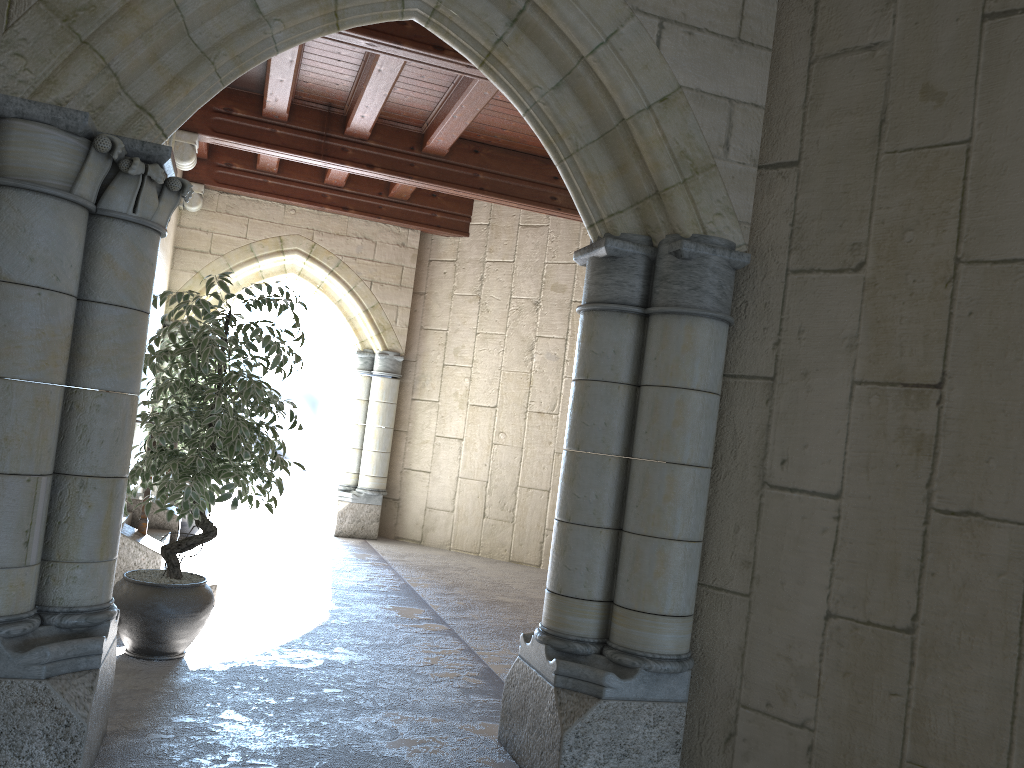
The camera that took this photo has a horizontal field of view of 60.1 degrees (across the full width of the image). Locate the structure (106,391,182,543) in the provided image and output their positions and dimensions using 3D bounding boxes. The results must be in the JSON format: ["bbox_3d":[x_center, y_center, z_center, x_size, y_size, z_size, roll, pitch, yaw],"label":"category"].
[{"bbox_3d":[-2.589,0.487,5.783,0.889,1.260,0.473,8,-2,-18],"label":"structure"}]

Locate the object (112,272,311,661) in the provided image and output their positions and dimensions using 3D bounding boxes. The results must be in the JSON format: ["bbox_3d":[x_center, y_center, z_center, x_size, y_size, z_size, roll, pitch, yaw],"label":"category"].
[{"bbox_3d":[-1.304,0.335,3.780,0.786,1.616,0.753,7,-2,14],"label":"object"}]

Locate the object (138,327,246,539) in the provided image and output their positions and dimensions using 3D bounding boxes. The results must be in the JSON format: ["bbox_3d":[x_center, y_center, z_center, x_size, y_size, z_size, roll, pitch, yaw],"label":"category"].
[{"bbox_3d":[-2.509,0.393,6.910,0.788,1.616,0.750,8,-2,-21],"label":"object"}]

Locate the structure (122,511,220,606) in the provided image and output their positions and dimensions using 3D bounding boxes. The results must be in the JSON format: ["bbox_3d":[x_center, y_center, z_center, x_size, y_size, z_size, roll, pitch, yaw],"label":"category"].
[{"bbox_3d":[-2.933,0.615,4.929,2.578,0.808,1.461,8,-3,-17],"label":"structure"}]

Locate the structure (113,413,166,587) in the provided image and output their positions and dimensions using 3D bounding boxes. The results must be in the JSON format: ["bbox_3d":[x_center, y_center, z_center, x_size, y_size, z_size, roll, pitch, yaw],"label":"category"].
[{"bbox_3d":[-2.162,0.450,4.440,0.889,1.260,0.476,8,-2,-18],"label":"structure"}]
